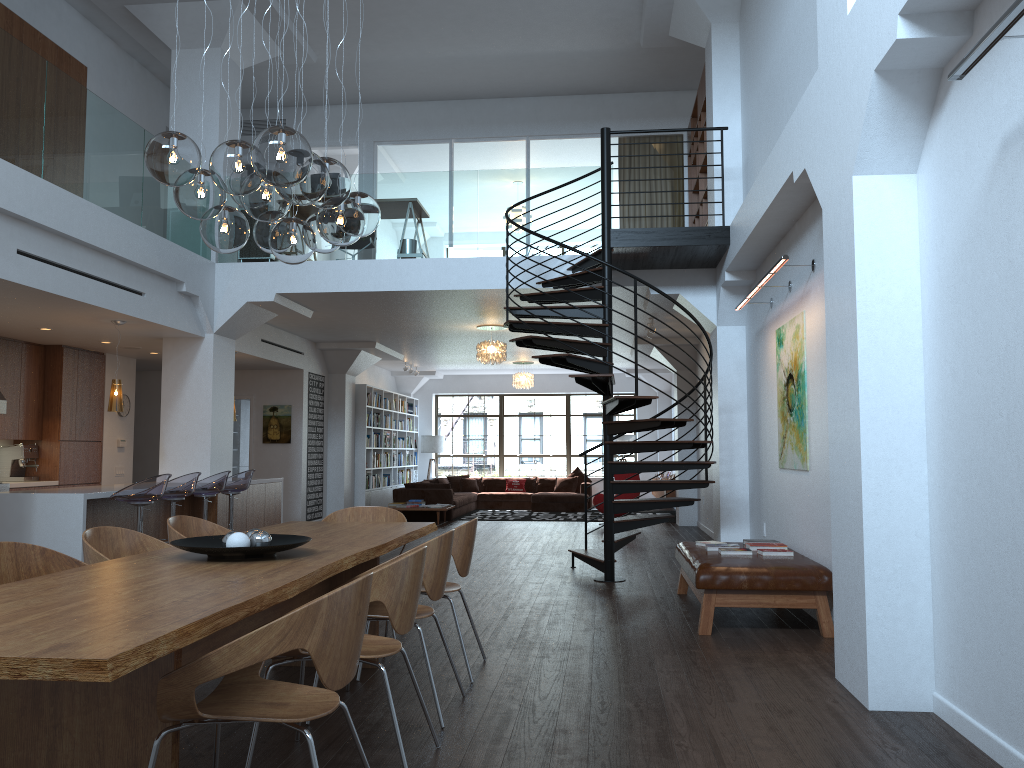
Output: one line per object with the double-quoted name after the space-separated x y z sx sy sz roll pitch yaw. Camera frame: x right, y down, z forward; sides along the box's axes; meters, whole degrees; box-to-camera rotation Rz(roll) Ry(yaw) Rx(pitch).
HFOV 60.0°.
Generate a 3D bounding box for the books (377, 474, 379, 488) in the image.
-2.605 1.826 16.700 0.183 0.253 0.042 0 -4 6 "books"

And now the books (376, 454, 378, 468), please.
-2.610 1.448 16.675 0.171 0.246 0.057 0 -4 6 "books"

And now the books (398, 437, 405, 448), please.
-2.366 1.258 18.952 0.140 0.231 0.042 0 -4 6 "books"

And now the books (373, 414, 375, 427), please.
-2.644 0.676 16.461 0.183 0.253 0.042 0 -4 6 "books"

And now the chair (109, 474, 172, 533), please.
-3.188 1.276 7.588 0.481 1.014 0.530 -1 -4 8 "chair"

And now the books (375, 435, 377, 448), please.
-2.622 1.078 16.615 0.167 0.230 0.037 0 -4 6 "books"

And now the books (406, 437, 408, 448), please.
-2.349 1.273 19.193 0.174 0.240 0.054 0 -4 6 "books"

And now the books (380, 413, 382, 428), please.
-2.587 0.697 16.975 0.176 0.291 0.053 0 -4 6 "books"

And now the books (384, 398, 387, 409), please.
-2.537 0.392 17.464 0.140 0.231 0.042 0 -4 6 "books"

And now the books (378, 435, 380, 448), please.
-2.595 1.087 16.783 0.174 0.239 0.045 0 -4 6 "books"

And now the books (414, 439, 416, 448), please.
-2.273 1.351 20.011 0.167 0.210 0.162 0 -4 6 "books"

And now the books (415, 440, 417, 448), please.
-2.255 1.355 20.101 0.182 0.215 0.188 0 -4 6 "books"

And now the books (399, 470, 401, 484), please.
-2.415 1.948 18.521 0.176 0.290 0.053 0 -4 5 "books"

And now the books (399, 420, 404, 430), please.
-2.385 0.877 18.931 0.140 0.231 0.042 0 -4 6 "books"

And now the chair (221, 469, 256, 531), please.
-3.005 1.421 9.474 0.481 1.014 0.530 -1 -4 8 "chair"

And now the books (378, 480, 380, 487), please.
-2.597 1.843 16.789 0.174 0.236 0.142 0 -4 5 "books"

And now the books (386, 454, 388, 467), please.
-2.524 1.503 17.422 0.183 0.253 0.034 0 -4 5 "books"

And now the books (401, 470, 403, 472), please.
-2.390 1.969 18.792 0.176 0.290 0.036 0 -4 5 "books"

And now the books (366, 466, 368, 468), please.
-2.711 1.499 15.955 0.197 0.035 0.284 0 -4 -4 "books"

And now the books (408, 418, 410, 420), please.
-2.324 0.893 19.520 0.176 0.290 0.036 0 -4 5 "books"

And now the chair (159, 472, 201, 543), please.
-3.151 1.325 8.218 0.481 1.014 0.530 0 -4 4 "chair"

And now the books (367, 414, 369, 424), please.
-2.677 0.652 15.998 0.152 0.232 0.104 0 -4 6 "books"

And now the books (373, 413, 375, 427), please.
-2.641 0.680 16.547 0.180 0.259 0.042 0 -4 6 "books"

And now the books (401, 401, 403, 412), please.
-2.404 0.485 18.767 0.171 0.246 0.057 0 -4 6 "books"

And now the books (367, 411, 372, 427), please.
-2.650 0.637 16.190 0.176 0.290 0.053 0 -4 6 "books"

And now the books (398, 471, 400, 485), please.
-2.434 1.943 18.412 0.198 0.284 0.066 0 -4 5 "books"

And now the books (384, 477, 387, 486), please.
-2.524 1.920 17.394 0.126 0.173 0.032 0 -4 6 "books"

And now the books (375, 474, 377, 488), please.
-2.619 1.817 16.616 0.180 0.259 0.042 0 -4 6 "books"

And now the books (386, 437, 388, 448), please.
-2.530 1.153 17.420 0.161 0.207 0.135 0 -4 5 "books"

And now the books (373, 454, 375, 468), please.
-2.634 1.432 16.468 0.171 0.246 0.057 0 -4 6 "books"

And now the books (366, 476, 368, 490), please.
-2.680 1.773 15.913 0.174 0.240 0.054 0 -4 6 "books"

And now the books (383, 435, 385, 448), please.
-2.555 1.117 17.190 0.174 0.240 0.054 0 -4 6 "books"

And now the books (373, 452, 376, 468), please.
-2.628 1.417 16.552 0.176 0.290 0.053 0 -4 6 "books"

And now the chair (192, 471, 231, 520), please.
-3.069 1.373 8.848 0.481 1.014 0.530 0 -4 4 "chair"

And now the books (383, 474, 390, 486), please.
-2.503 1.912 17.677 0.140 0.231 0.042 0 -4 6 "books"

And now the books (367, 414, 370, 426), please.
-2.671 0.652 16.029 0.172 0.235 0.112 0 -4 6 "books"

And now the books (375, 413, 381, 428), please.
-2.609 0.696 16.925 0.198 0.284 0.049 0 -4 6 "books"

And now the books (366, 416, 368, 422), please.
-2.687 0.668 15.889 0.161 0.182 0.170 0 -4 6 "books"

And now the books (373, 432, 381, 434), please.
-2.587 1.072 16.921 0.176 0.294 0.102 0 -4 6 "books"

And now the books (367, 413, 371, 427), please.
-2.667 0.655 16.113 0.174 0.242 0.105 0 -4 6 "books"

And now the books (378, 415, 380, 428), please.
-2.602 0.710 16.808 0.174 0.240 0.054 0 -4 6 "books"

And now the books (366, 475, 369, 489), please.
-2.679 1.775 16.026 0.183 0.253 0.042 0 -4 6 "books"

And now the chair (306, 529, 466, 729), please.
-0.566 1.106 4.176 0.618 0.833 0.629 -1 -4 7 "chair"

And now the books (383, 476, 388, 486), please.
-2.521 1.915 17.450 0.139 0.191 0.036 0 -4 6 "books"

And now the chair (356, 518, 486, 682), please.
-0.481 1.163 4.937 0.617 0.830 0.629 0 -4 6 "chair"

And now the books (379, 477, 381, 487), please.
-2.583 1.861 16.844 0.161 0.207 0.135 0 -4 5 "books"

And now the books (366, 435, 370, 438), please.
-2.653 1.043 16.165 0.140 0.231 0.042 0 -4 6 "books"

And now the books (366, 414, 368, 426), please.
-2.684 0.656 15.968 0.161 0.218 0.101 0 -4 6 "books"

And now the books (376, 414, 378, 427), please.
-2.624 0.694 16.698 0.183 0.253 0.042 0 -4 6 "books"

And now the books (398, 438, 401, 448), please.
-2.406 1.242 18.585 0.140 0.206 0.042 0 -4 6 "books"

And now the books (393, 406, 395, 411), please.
-2.481 0.434 18.031 0.174 0.236 0.136 0 -4 5 "books"

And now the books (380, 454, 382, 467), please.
-2.582 1.464 16.925 0.183 0.253 0.034 0 -4 6 "books"

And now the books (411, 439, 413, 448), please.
-2.297 1.328 19.686 0.161 0.207 0.135 0 -4 5 "books"

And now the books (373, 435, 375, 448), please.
-2.633 1.060 16.437 0.174 0.239 0.045 0 -4 6 "books"

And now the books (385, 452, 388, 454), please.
-2.530 1.487 17.459 0.176 0.290 0.036 0 -4 5 "books"

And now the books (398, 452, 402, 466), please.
-2.419 1.575 18.591 0.197 0.290 0.136 0 -4 6 "books"

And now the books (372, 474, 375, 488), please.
-2.633 1.807 16.464 0.183 0.253 0.042 0 -4 6 "books"

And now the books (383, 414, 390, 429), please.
-2.518 0.748 17.639 0.176 0.290 0.053 0 -4 6 "books"
